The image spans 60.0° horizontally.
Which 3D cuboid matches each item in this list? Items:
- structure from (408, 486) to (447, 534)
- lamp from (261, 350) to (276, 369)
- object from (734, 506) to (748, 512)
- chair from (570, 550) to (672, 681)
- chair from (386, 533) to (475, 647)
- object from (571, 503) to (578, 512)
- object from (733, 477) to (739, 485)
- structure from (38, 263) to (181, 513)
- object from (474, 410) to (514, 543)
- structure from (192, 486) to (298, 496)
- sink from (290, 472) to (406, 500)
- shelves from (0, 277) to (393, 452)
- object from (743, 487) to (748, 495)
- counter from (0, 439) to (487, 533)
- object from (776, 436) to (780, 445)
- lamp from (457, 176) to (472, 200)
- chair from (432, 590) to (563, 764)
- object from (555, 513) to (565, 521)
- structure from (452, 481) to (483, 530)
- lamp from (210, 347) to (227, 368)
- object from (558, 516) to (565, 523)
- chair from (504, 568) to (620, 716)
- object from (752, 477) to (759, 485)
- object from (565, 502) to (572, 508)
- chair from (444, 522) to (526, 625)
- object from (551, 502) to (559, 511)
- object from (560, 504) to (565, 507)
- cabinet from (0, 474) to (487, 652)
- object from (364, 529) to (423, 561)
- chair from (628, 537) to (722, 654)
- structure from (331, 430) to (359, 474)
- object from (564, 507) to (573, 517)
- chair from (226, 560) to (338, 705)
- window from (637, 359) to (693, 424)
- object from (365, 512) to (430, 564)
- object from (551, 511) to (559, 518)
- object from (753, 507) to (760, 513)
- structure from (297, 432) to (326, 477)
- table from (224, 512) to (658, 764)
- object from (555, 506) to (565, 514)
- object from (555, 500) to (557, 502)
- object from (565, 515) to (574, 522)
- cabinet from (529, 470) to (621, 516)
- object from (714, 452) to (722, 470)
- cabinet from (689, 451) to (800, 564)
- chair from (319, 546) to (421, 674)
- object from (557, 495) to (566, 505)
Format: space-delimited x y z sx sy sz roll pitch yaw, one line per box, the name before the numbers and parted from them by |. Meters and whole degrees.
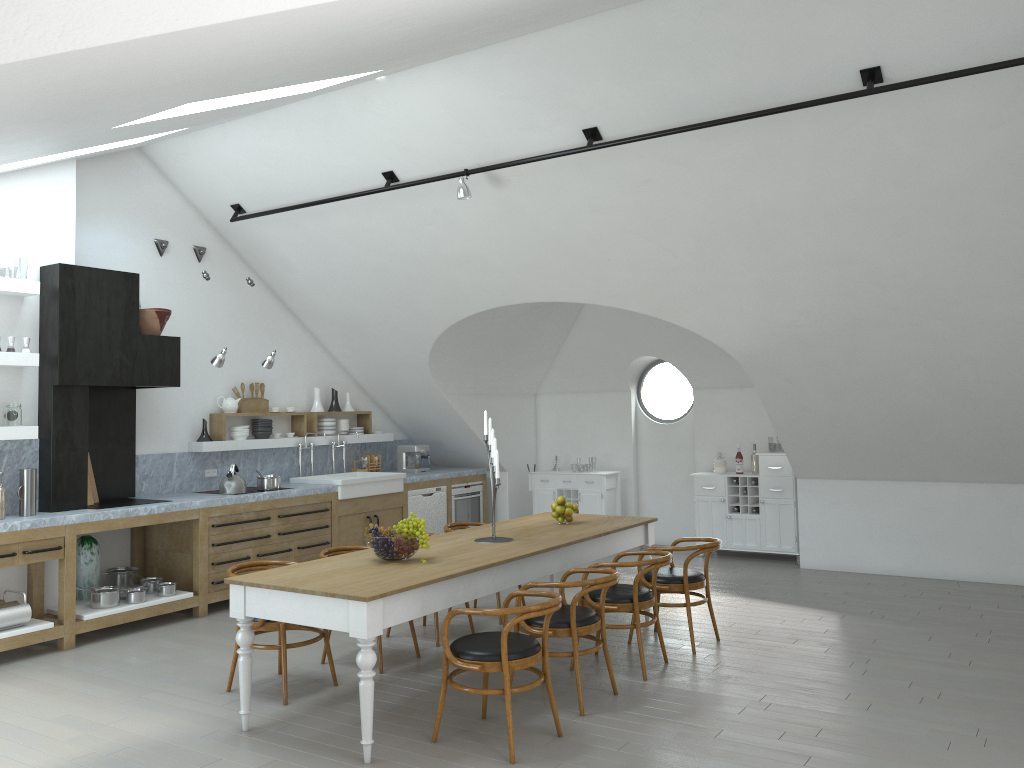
structure | -1.183 1.589 10.074 0.598 0.824 0.723 -3 -3 33
lamp | -2.247 -0.225 8.227 0.168 0.177 0.112 -2 -3 25
object | 2.562 1.373 9.805 0.156 0.085 0.331 -3 -2 34
chair | 0.731 1.455 5.704 0.621 0.736 0.527 -3 -3 28
chair | -0.652 1.512 6.658 0.621 0.736 0.527 -3 -4 36
object | 0.471 0.933 6.702 0.063 0.063 0.062 -1 -3 -5
object | 2.529 1.069 9.837 0.092 0.094 0.359 -3 -3 33
structure | -3.403 0.043 7.298 0.780 1.888 1.074 -3 -4 33
object | -0.119 0.610 6.006 0.265 0.876 0.774 -2 -3 7
structure | -2.507 1.018 8.295 0.647 0.041 0.737 -2 -2 33
sink | -1.711 1.064 9.334 0.726 0.202 1.020 -2 -2 33
shelves | -2.911 -0.043 8.306 0.479 1.364 5.544 -3 -2 27
object | 2.620 1.176 9.780 0.085 0.085 0.330 -3 -3 33
counter | -2.431 0.760 8.562 0.961 0.621 6.570 -3 -2 33
object | 2.939 0.659 9.753 0.054 0.179 0.054 -3 -4 27
lamp | -0.367 -1.507 6.814 0.112 0.175 0.114 -1 -3 -4
chair | -0.041 1.431 4.471 0.621 0.736 0.527 -3 -4 36
object | 0.367 1.006 6.724 0.080 0.074 0.078 -1 -3 -12
structure | -0.770 1.505 10.711 0.630 0.637 0.632 -3 -3 33
lamp | -2.565 -0.230 7.744 0.115 0.178 0.164 1 -4 -39
object | 0.371 1.018 6.656 0.049 0.050 0.051 -3 -3 37
chair | 0.321 1.444 5.103 0.621 0.736 0.527 -3 -3 33
object | 2.699 1.066 9.717 0.087 0.085 0.359 -3 -3 33
object | 0.424 0.916 6.672 0.053 0.057 0.058 1 -4 -42
chair | -0.250 1.523 7.258 0.621 0.736 0.527 -3 -3 29
object | 0.327 0.927 6.693 0.066 0.071 0.072 -1 -3 2
object | 0.390 0.927 6.730 0.053 0.051 0.052 -1 -3 4
cabinet | -2.437 1.578 8.438 1.003 1.023 6.423 -3 -2 33
object | -0.684 0.954 5.194 0.360 0.160 0.359 -2 -2 13
chair | 1.182 1.463 6.272 0.621 0.736 0.527 -3 -4 36
structure | -1.800 0.776 9.740 0.332 0.531 0.214 -2 -3 13
object | 0.423 0.960 6.636 0.071 0.072 0.070 -1 -3 -2
chair | -1.443 1.489 5.440 0.621 0.736 0.527 -3 -3 33
window | 1.922 0.086 10.906 0.899 0.901 0.060 -3 -4 33
object | -0.672 0.890 5.172 0.394 0.285 0.292 -1 -3 -3
object | 0.324 0.981 6.666 0.059 0.056 0.059 -2 -3 28
object | 2.704 1.370 9.704 0.081 0.081 0.358 -3 -2 31
structure | -2.066 0.768 9.331 0.332 0.531 0.214 -2 -3 13
table | -0.185 1.441 5.809 1.018 0.800 3.346 -3 -2 33
object | 0.361 0.941 6.628 0.071 0.064 0.072 -2 -3 26
object | 0.360 0.913 6.773 0.062 0.060 0.062 -3 -3 34
object | 0.433 1.011 6.689 0.063 0.063 0.064 -4 -4 44
cabinet | 0.757 1.467 10.807 1.134 0.790 0.496 -3 -3 33
object | 2.378 0.890 10.219 0.115 0.209 0.065 -3 -4 35
cabinet | 2.644 1.332 9.816 1.241 1.156 0.609 -3 -4 33
chair | -0.998 1.499 6.015 0.621 0.736 0.527 -3 -3 30
object | 0.375 0.878 6.696 0.072 0.074 0.072 -3 -3 33
